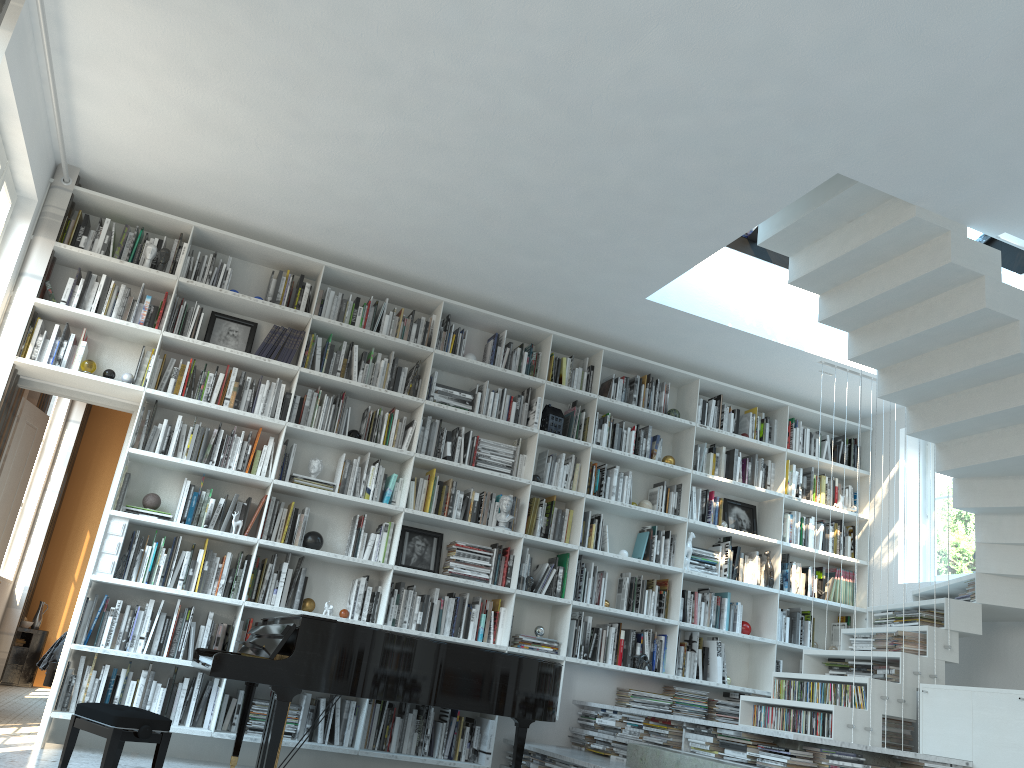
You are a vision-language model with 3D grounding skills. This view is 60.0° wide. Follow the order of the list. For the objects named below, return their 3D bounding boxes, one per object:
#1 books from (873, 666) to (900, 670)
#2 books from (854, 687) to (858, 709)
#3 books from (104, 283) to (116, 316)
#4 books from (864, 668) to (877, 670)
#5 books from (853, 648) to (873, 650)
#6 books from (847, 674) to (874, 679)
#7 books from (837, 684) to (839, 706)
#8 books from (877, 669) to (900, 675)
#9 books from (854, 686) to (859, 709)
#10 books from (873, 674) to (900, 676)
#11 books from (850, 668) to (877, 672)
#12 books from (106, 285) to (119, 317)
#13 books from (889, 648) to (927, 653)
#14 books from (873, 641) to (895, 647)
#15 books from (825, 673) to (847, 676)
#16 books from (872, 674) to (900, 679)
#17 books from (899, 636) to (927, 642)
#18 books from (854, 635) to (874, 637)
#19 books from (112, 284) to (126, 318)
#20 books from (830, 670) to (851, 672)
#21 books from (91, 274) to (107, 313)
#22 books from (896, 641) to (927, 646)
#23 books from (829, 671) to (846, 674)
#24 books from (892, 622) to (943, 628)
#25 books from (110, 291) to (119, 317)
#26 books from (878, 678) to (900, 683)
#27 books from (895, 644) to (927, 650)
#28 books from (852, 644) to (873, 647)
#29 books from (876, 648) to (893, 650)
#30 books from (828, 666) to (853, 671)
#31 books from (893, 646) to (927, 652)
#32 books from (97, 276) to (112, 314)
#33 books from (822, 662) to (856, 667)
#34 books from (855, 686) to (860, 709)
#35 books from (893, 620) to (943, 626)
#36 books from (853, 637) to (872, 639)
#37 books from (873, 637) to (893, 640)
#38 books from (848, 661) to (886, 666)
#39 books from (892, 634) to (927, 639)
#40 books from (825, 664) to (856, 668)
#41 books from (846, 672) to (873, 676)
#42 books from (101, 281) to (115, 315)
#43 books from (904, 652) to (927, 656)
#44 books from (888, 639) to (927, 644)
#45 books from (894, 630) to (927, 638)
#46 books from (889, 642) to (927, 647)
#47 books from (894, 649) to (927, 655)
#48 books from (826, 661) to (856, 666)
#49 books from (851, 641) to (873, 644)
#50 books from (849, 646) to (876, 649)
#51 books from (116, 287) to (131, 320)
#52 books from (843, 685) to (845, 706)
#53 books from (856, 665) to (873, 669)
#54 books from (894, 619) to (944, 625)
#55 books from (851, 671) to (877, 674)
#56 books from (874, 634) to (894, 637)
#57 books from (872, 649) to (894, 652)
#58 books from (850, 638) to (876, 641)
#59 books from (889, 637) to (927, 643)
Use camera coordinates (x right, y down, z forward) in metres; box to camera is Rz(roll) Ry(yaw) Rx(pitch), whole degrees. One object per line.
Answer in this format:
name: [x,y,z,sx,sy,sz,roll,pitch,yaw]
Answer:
books: [2.264,1.687,5.239,0.168,0.014,0.213,9,-19,0]
books: [1.985,1.775,4.999,0.125,0.123,0.034,15,-19,-19]
books: [-2.484,-0.475,5.467,0.012,0.248,0.192,15,-20,-19]
books: [2.258,1.785,5.522,0.129,0.008,0.186,16,-20,-20]
books: [2.360,1.748,5.806,0.160,0.010,0.180,14,-20,-16]
books: [2.223,1.825,5.496,0.175,0.016,0.208,17,-21,-24]
books: [1.933,1.808,5.122,0.125,0.125,0.008,15,-19,-19]
books: [2.273,1.708,5.232,0.141,0.028,0.223,9,-19,-1]
books: [1.988,1.773,4.992,0.125,0.123,0.035,15,-19,-19]
books: [2.263,1.723,5.227,0.161,0.007,0.255,9,-19,0]
books: [2.227,1.786,5.508,0.189,0.012,0.156,14,-20,-16]
books: [-2.469,-0.468,5.472,0.022,0.243,0.174,15,-20,-19]
books: [2.418,1.608,5.307,0.254,0.007,0.189,6,-19,7]
books: [2.400,1.637,5.534,0.178,0.035,0.222,14,-19,-14]
books: [2.141,1.879,5.697,0.159,0.012,0.226,13,-19,-11]
books: [2.245,1.733,5.223,0.171,0.019,0.241,7,-19,5]
books: [2.427,1.540,5.320,0.184,0.016,0.179,6,-19,8]
books: [2.375,1.669,5.833,0.157,0.014,0.180,16,-20,-20]
books: [-2.436,-0.468,5.484,0.025,0.260,0.167,15,-19,-19]
books: [2.164,1.860,5.712,0.132,0.010,0.198,14,-20,-15]
books: [-2.538,-0.512,5.441,0.021,0.285,0.179,15,-19,-19]
books: [2.422,1.565,5.309,0.231,0.011,0.172,3,-20,16]
books: [2.156,1.870,5.706,0.146,0.015,0.166,17,-21,-24]
books: [2.570,1.535,5.607,0.182,0.013,0.288,11,-19,-5]
books: [-2.466,-0.451,5.501,0.011,0.230,0.135,15,-19,-19]
books: [2.263,1.753,5.217,0.136,0.017,0.289,8,-19,3]
books: [2.417,1.578,5.289,0.214,0.014,0.139,6,-19,7]
books: [2.374,1.725,5.817,0.143,0.019,0.231,16,-20,-20]
books: [2.386,1.671,5.551,0.139,0.013,0.155,15,-20,-17]
books: [2.160,1.843,5.715,0.140,0.022,0.181,18,-21,-25]
books: [2.417,1.594,5.298,0.221,0.011,0.181,5,-19,11]
books: [-2.518,-0.502,5.469,0.037,0.290,0.156,15,-19,-19]
books: [2.140,1.816,5.714,0.198,0.006,0.189,17,-20,-22]
books: [1.991,1.771,4.985,0.125,0.122,0.037,15,-19,-19]
books: [2.571,1.522,5.611,0.191,0.014,0.244,11,-19,-6]
books: [2.370,1.682,5.828,0.157,0.014,0.180,17,-20,-22]
books: [2.401,1.606,5.556,0.218,0.012,0.156,10,-19,-3]
books: [2.234,1.750,5.521,0.177,0.014,0.194,17,-21,-24]
books: [2.426,1.525,5.309,0.254,0.005,0.161,5,-19,12]
books: [2.156,1.827,5.718,0.160,0.009,0.208,17,-20,-22]
books: [2.225,1.811,5.501,0.184,0.013,0.226,16,-20,-21]
books: [-2.494,-0.487,5.466,0.013,0.267,0.162,15,-19,-19]
books: [2.414,1.626,5.295,0.206,0.012,0.184,6,-19,7]
books: [2.421,1.551,5.298,0.295,0.007,0.146,5,-19,10]
books: [2.429,1.514,5.321,0.233,0.025,0.158,3,-20,17]
books: [2.419,1.568,5.292,0.295,0.006,0.147,4,-19,14]
books: [2.415,1.613,5.294,0.215,0.013,0.190,5,-19,12]
books: [2.160,1.812,5.724,0.161,0.012,0.195,16,-20,-21]
books: [2.371,1.708,5.821,0.150,0.016,0.240,16,-20,-20]
books: [2.370,1.740,5.812,0.145,0.012,0.297,16,-20,-20]
books: [-2.411,-0.456,5.491,0.030,0.250,0.166,15,-19,-19]
books: [1.952,1.795,5.079,0.125,0.125,0.008,15,-19,-19]
books: [2.254,1.771,5.524,0.133,0.017,0.179,14,-20,-15]
books: [2.581,1.513,5.616,0.187,0.009,0.262,12,-19,-9]
books: [2.238,1.802,5.509,0.150,0.013,0.220,14,-19,-14]
books: [2.403,1.593,5.563,0.166,0.017,0.191,15,-20,-16]
books: [2.389,1.679,5.532,0.200,0.014,0.178,14,-19,-14]
books: [2.358,1.691,5.820,0.173,0.011,0.204,17,-21,-23]
books: [2.422,1.544,5.300,0.295,0.007,0.146,4,-19,14]
